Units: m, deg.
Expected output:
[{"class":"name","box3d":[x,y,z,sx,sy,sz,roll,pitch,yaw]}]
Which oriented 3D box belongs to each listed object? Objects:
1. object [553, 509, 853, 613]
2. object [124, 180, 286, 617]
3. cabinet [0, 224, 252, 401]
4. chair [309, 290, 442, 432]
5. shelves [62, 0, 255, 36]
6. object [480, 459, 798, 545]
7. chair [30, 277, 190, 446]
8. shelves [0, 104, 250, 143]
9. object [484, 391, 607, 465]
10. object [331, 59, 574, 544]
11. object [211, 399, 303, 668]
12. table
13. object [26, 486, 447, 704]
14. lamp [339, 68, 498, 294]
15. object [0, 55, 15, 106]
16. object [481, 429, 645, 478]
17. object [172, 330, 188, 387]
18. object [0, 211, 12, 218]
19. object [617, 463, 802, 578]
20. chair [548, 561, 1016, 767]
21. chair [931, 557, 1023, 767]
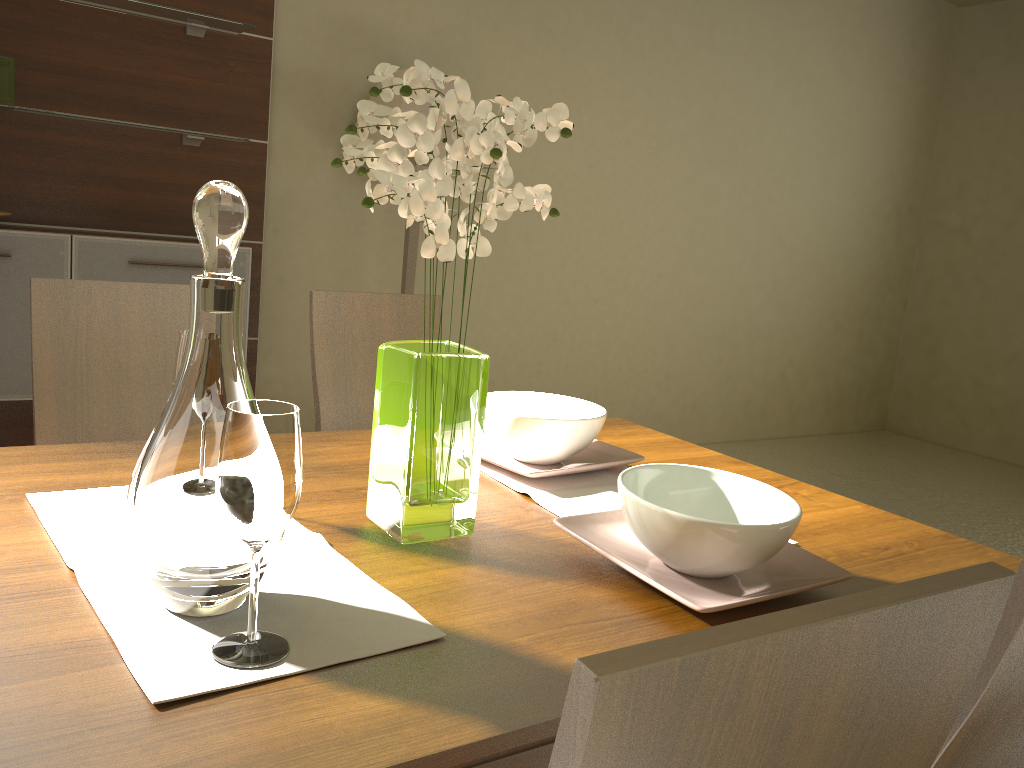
[{"class":"object","box3d":[0.241,0.224,1.153,0.283,0.041,0.283,-1,12,-35]},{"class":"object","box3d":[-0.297,0.015,0.881,0.156,0.426,0.156,7,10,6]},{"class":"cabinet","box3d":[-2.106,-0.245,2.814,2.463,0.570,0.372,-1,12,-34]},{"class":"chair","box3d":[-0.233,0.322,2.075,0.404,1.017,0.507,-2,12,-37]},{"class":"shelves","box3d":[-2.032,-1.321,2.673,2.463,0.008,0.255,-1,12,-34]},{"class":"object","box3d":[0.147,0.174,1.469,0.287,0.010,0.589,0,12,-31]},{"class":"chair","box3d":[-0.713,0.334,1.731,0.404,1.017,0.507,-1,12,-34]},{"class":"shelves","box3d":[-2.072,-0.921,2.744,2.463,0.008,0.255,-1,12,-34]},{"class":"object","box3d":[0.049,0.085,1.590,0.233,0.101,0.233,15,14,43]},{"class":"object","box3d":[-0.103,-0.101,1.164,0.302,0.608,0.304,0,12,-31]},{"class":"object","box3d":[-0.232,0.134,0.805,0.075,0.232,0.075,8,10,13]},{"class":"table","box3d":[-0.094,0.576,1.370,1.411,0.790,1.000,-1,12,-34]},{"class":"object","box3d":[-0.356,0.199,1.038,0.287,0.010,0.589,-2,13,-38]},{"class":"lamp","box3d":[-0.450,-0.398,3.816,0.499,1.782,0.499,-1,12,-34]},{"class":"object","box3d":[-1.721,-1.009,2.951,0.111,0.160,0.112,-1,12,-35]},{"class":"object","box3d":[0.045,0.125,1.597,0.283,0.033,0.283,-3,13,-40]},{"class":"object","box3d":[-0.428,0.045,1.218,0.075,0.232,0.075,8,10,13]},{"class":"object","box3d":[-1.842,-0.553,2.923,0.337,0.053,0.337,5,10,-3]},{"class":"object","box3d":[0.247,0.185,1.143,0.233,0.107,0.232,1,11,-23]},{"class":"chair","box3d":[-0.004,0.573,0.778,0.404,1.017,0.507,-1,12,-34]},{"class":"chair","box3d":[0.395,0.552,1.123,0.404,1.017,0.507,-2,13,-38]}]
